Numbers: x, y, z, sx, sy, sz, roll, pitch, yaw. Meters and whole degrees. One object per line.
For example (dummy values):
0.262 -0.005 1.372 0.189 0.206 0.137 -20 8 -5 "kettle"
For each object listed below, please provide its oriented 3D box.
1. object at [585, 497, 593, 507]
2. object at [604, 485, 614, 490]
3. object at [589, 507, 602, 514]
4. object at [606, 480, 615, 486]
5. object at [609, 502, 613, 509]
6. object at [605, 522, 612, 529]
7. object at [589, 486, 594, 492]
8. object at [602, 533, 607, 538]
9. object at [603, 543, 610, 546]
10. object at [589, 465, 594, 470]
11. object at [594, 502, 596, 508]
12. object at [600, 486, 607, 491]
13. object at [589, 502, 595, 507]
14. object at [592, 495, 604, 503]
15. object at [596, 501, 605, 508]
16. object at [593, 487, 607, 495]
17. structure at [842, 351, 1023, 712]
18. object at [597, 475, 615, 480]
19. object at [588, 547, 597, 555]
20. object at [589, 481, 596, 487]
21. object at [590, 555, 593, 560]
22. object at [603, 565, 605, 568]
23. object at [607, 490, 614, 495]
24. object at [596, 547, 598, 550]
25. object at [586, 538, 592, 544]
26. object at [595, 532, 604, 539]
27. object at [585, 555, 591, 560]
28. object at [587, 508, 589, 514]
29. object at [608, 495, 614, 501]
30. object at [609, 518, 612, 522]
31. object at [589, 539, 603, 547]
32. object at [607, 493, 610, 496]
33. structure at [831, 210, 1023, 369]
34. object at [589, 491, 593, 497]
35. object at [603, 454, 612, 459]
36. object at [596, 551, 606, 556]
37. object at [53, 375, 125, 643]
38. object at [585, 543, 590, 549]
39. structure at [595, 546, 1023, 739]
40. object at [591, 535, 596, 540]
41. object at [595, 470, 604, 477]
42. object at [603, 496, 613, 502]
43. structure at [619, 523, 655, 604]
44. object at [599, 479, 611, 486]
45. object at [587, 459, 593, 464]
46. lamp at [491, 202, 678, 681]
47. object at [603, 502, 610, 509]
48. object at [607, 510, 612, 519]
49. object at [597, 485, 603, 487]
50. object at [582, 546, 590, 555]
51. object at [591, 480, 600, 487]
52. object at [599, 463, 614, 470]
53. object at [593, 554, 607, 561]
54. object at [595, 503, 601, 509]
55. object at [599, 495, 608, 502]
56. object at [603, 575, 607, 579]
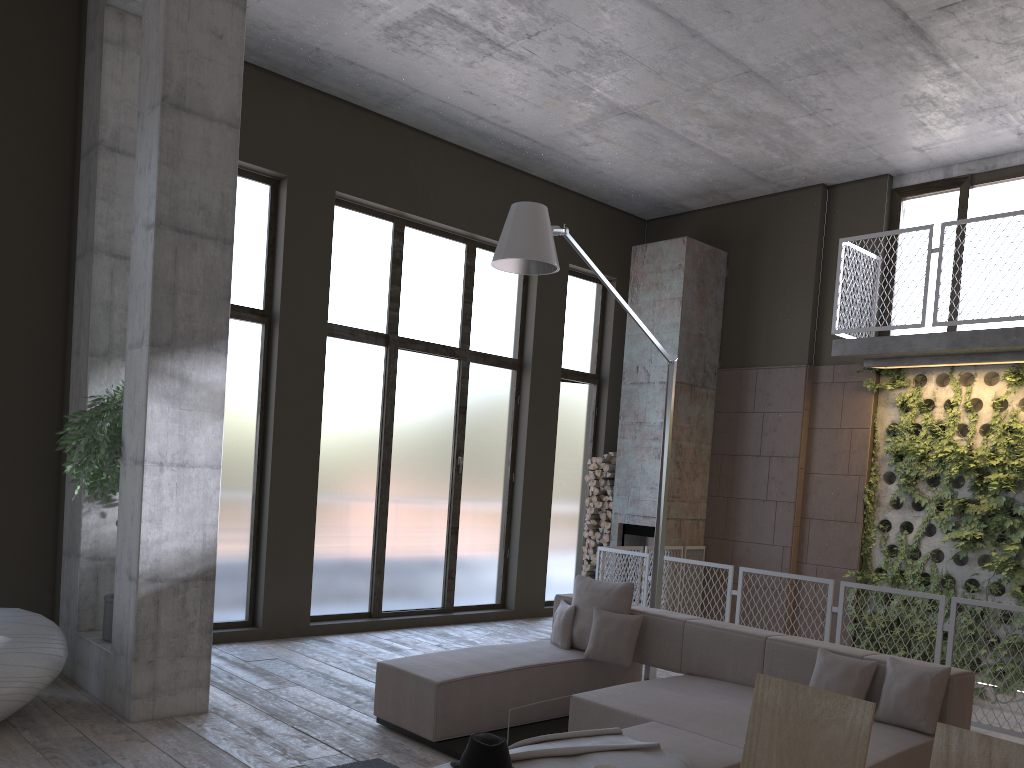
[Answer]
1.073 1.502 11.116 0.366 0.125 0.063 9 -3 -44 "object"
1.304 1.297 10.902 0.366 0.068 0.121 9 -6 -41 "object"
1.154 1.596 11.014 0.483 0.084 0.093 9 -5 -43 "object"
1.332 1.234 10.915 0.426 0.071 0.067 9 -5 -43 "object"
1.374 1.508 10.863 0.440 0.092 0.091 9 -5 -43 "object"
1.341 1.760 10.870 0.483 0.084 0.093 9 -5 -43 "object"
1.118 1.344 11.091 0.294 0.103 0.100 8 -4 -41 "object"
1.286 1.892 10.945 0.426 0.071 0.067 9 -5 -43 "object"
1.287 2.022 10.918 0.066 0.085 0.428 3 -4 45 "object"
1.137 1.065 11.088 0.366 0.068 0.122 9 -6 -41 "object"
1.196 1.532 11.036 0.425 0.067 0.067 9 -5 -43 "object"
1.238 1.314 10.980 0.362 0.074 0.064 9 -5 -44 "object"
1.141 1.533 11.095 0.425 0.067 0.067 9 -5 -43 "object"
1.181 1.454 11.064 0.440 0.093 0.092 9 -5 -43 "object"
1.247 1.520 10.979 0.483 0.084 0.093 9 -5 -43 "object"
1.149 1.345 10.992 0.296 0.107 0.098 8 -4 -42 "object"
4.459 1.354 8.388 1.009 3.828 2.613 2 1 -43 "structure"
1.244 1.180 10.964 0.438 0.079 0.114 9 -6 -43 "object"
1.136 2.112 11.094 0.440 0.093 0.092 9 -5 -43 "object"
1.126 1.264 11.057 0.425 0.067 0.067 9 -5 -43 "object"
1.151 2.190 11.066 0.425 0.067 0.067 9 -5 -43 "object"
1.281 2.251 10.948 0.458 0.089 0.090 9 -5 -43 "object"
1.333 1.364 10.888 0.066 0.085 0.428 3 -4 45 "object"
1.208 2.098 11.054 0.365 0.087 0.101 9 -5 -43 "object"
1.073 2.002 11.121 0.294 0.103 0.100 8 -4 -41 "object"
1.217 1.900 10.977 0.458 0.089 0.090 10 -5 -44 "object"
1.096 2.191 11.125 0.425 0.067 0.067 9 -5 -43 "object"
1.104 1.609 11.071 0.425 0.067 0.067 9 -5 -43 "object"
1.354 1.419 10.873 0.425 0.073 0.071 9 -5 -43 "object"
1.348 1.680 10.915 0.365 0.087 0.101 9 -5 -43 "object"
1.103 2.003 11.022 0.296 0.107 0.098 8 -4 -42 "object"
1.322 1.384 11.002 0.294 0.102 0.103 9 -4 -43 "object"
4.078 0.630 7.170 3.051 4.322 3.665 4 -1 -43 "structure"
1.065 1.382 11.022 0.253 0.073 0.045 9 -3 -43 "object"
1.276 0.921 10.935 0.361 0.073 0.065 9 -5 -44 "object"
1.236 2.109 10.945 0.458 0.089 0.090 9 -5 -42 "object"
-2.680 0.857 6.078 0.998 1.868 0.968 4 1 13 "object"
1.020 2.040 11.053 0.253 0.073 0.045 9 -3 -43 "object"
3.075 2.241 8.330 1.939 0.934 4.414 8 -7 -42 "structure"
1.135 1.931 11.035 0.334 0.057 0.088 9 -6 -43 "object"
1.233 1.126 10.962 0.483 0.083 0.093 9 -5 -43 "object"
1.314 1.448 10.943 0.438 0.079 0.114 9 -6 -43 "object"
1.533 2.145 10.477 0.056 0.929 0.572 2 2 -43 "structure"
1.262 1.242 10.946 0.458 0.089 0.090 10 -5 -44 "object"
1.116 0.992 11.072 0.426 0.069 0.067 9 -5 -43 "object"
0.741 0.712 6.523 0.751 3.431 2.641 6 0 35 "lamp"
1.318 1.519 10.930 0.458 0.089 0.090 9 -5 -43 "object"
1.316 1.624 10.850 0.367 0.108 0.088 9 -4 -43 "object"
1.180 1.273 11.005 0.334 0.057 0.088 9 -6 -43 "object"
1.043 2.115 11.131 0.367 0.108 0.088 9 -4 -43 "object"
1.177 1.252 11.000 0.483 0.084 0.093 9 -5 -43 "object"
1.239 1.034 10.907 0.365 0.084 0.103 9 -5 -43 "object"
1.201 2.178 11.009 0.483 0.084 0.093 9 -5 -43 "object"
1.222 1.524 10.978 0.438 0.079 0.114 9 -6 -43 "object"
1.254 1.440 11.024 0.365 0.087 0.101 9 -5 -43 "object"
1.287 2.389 10.917 0.425 0.073 0.071 9 -5 -43 "object"
